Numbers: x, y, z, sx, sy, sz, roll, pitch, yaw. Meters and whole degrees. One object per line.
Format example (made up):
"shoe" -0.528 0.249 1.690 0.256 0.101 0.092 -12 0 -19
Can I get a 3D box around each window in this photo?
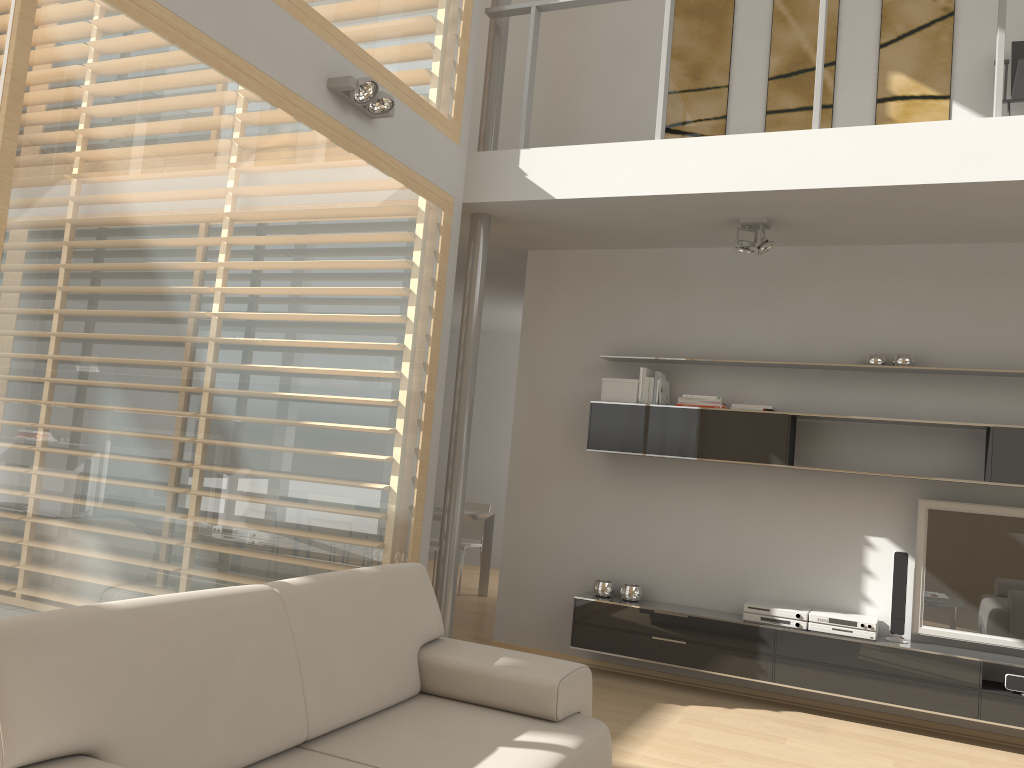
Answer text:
"window" -2.068 -0.163 1.355 0.020 2.500 2.525 3 -5 24
"window" -0.753 -2.700 3.922 0.020 2.200 2.525 3 -5 24
"window" -1.007 0.129 3.683 0.020 2.500 2.525 3 -5 24

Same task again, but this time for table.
"table" -1.372 1.450 8.118 2.199 0.746 0.900 3 -5 24

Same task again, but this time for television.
"television" 2.788 1.030 4.657 1.224 0.735 0.096 3 -5 24

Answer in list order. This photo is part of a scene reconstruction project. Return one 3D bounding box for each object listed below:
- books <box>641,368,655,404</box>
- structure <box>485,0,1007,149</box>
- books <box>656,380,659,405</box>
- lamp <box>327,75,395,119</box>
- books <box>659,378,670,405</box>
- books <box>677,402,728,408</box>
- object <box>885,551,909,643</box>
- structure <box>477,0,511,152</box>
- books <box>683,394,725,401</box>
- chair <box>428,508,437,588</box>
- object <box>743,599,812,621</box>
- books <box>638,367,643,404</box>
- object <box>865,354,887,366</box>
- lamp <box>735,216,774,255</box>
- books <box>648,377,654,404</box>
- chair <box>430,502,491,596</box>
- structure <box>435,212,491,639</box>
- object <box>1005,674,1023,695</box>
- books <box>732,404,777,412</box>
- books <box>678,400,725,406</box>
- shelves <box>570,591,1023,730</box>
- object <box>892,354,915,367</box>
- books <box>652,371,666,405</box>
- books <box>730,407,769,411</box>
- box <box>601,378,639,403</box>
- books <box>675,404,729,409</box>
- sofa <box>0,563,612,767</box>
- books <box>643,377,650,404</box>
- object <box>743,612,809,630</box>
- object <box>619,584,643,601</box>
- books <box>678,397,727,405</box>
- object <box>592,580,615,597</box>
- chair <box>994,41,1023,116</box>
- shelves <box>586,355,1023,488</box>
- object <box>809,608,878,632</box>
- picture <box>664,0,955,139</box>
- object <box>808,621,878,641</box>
"books" 0.853 0.025 5.546 0.017 0.227 0.230 3 -5 24
"structure" 2.275 -1.652 4.154 5.400 0.900 0.080 3 -5 24
"books" 0.927 0.063 5.496 0.009 0.156 0.207 3 -5 24
"lamp" -0.659 -1.301 4.038 0.183 0.110 0.360 3 -5 24
"books" 0.947 0.059 5.502 0.023 0.169 0.230 3 -5 24
"books" 1.156 0.133 5.364 0.268 0.011 0.190 3 -5 26
"object" 2.122 1.162 4.863 0.111 0.483 0.116 3 -5 21
"structure" -0.051 -2.506 5.472 0.121 2.400 0.122 4 -5 12
"books" 1.165 0.090 5.375 0.227 0.017 0.230 3 -5 19
"chair" -0.874 1.402 7.368 0.455 0.807 0.501 5 -5 4
"object" 1.520 1.295 5.076 0.349 0.049 0.262 3 -5 24
"books" 0.833 0.024 5.547 0.017 0.227 0.230 3 -5 24
"object" 2.087 -0.131 5.087 0.115 0.081 0.115 5 -5 5
"lamp" 1.353 -0.815 4.940 0.214 0.195 0.150 3 -5 24
"books" 0.896 0.056 5.523 0.027 0.169 0.230 3 -5 24
"chair" -0.532 1.508 8.266 0.455 0.807 0.501 3 -5 24
"structure" -0.305 0.322 5.234 0.121 2.700 0.122 4 -5 12
"object" 2.643 1.522 4.449 0.300 0.092 0.085 3 -5 24
"books" 1.437 0.143 5.248 0.230 0.017 0.227 3 -5 24
"books" 1.148 0.119 5.368 0.254 0.015 0.190 3 -5 20
"shelves" 2.356 1.567 4.669 4.236 0.312 0.300 3 -5 24
"object" 2.203 -0.129 4.988 0.115 0.081 0.115 5 -5 5
"books" 0.915 0.036 5.503 0.021 0.210 0.207 3 -5 24
"books" 1.426 0.159 5.256 0.190 0.015 0.254 2 -6 31
"box" 0.705 0.053 5.570 0.232 0.149 0.232 3 -5 24
"books" 1.159 0.145 5.361 0.297 0.013 0.210 3 -5 24
"sofa" -0.514 0.999 2.411 1.168 0.846 2.093 3 -5 24
"books" 0.867 0.054 5.527 0.027 0.169 0.230 3 -5 24
"object" 1.516 1.344 5.071 0.349 0.049 0.262 3 -5 24
"object" 0.734 1.285 5.459 0.143 0.091 0.143 8 -6 -33
"books" 1.155 0.104 5.363 0.254 0.015 0.190 3 -5 26
"object" 0.572 1.276 5.531 0.143 0.091 0.143 8 -6 -33
"chair" 2.879 -1.519 4.645 0.628 0.825 0.537 3 -5 24
"shelves" 2.463 0.377 4.769 4.236 0.914 0.300 3 -5 24
"object" 1.844 1.312 4.930 0.349 0.049 0.262 3 -5 24
"picture" 1.842 -2.417 5.552 1.684 1.800 0.010 3 -5 24
"object" 1.842 1.361 4.931 0.349 0.049 0.250 3 -5 24
